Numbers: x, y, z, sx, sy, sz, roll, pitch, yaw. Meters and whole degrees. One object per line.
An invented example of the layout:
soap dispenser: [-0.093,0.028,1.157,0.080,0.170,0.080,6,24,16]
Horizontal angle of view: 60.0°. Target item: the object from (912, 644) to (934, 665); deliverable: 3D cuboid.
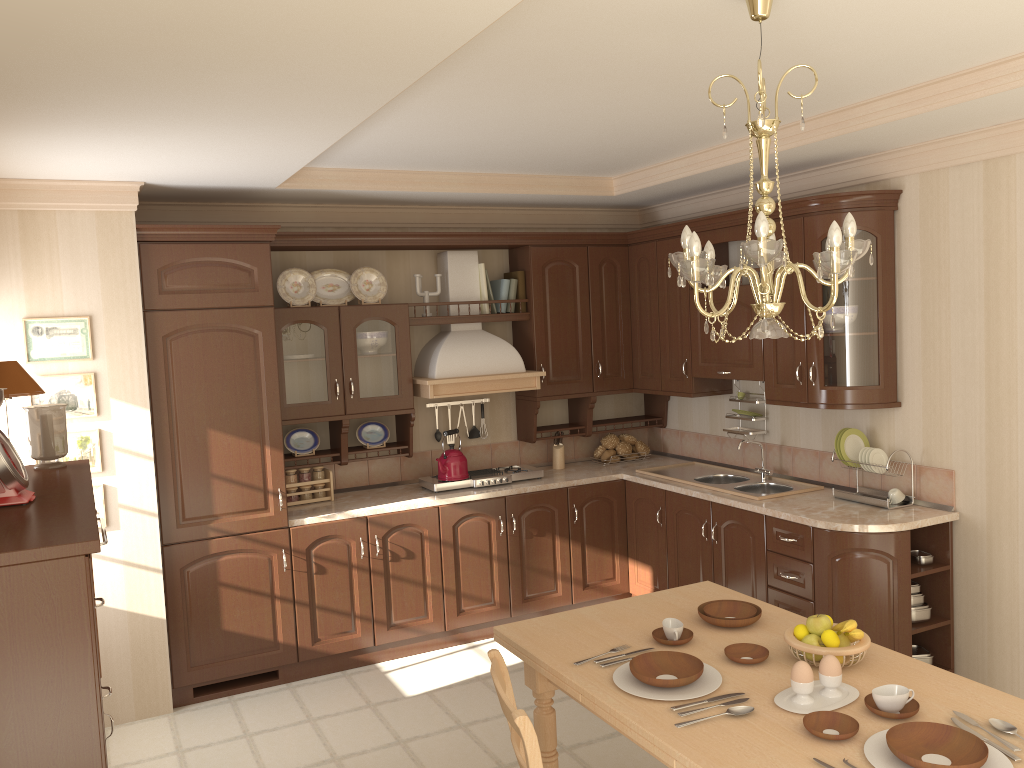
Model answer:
object: [1.841,1.274,4.123,0.208,0.077,0.145,-3,4,-1]

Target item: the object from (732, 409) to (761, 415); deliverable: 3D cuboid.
object: [1.353,0.163,5.102,0.167,0.051,0.174,-5,5,-26]

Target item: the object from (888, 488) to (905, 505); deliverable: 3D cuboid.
object: [1.823,0.530,4.201,0.073,0.072,0.085,-1,5,28]

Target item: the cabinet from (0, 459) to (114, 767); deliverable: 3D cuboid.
cabinet: [-1.433,1.003,2.598,0.538,1.349,1.513,-5,5,-26]

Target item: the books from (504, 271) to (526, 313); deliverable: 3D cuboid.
books: [0.022,-0.568,5.512,0.052,0.254,0.205,-5,5,-26]

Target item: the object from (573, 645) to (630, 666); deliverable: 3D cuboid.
object: [0.272,0.813,2.660,0.218,0.004,0.028,-6,5,-36]

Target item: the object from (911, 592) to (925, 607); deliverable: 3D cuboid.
object: [1.826,0.982,4.102,0.106,0.057,0.152,-4,4,-15]

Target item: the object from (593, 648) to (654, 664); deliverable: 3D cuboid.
object: [0.336,0.808,2.646,0.212,0.008,0.018,-5,5,-27]

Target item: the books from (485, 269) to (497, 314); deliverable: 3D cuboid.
books: [-0.167,-0.562,5.432,0.068,0.271,0.194,-5,5,-26]

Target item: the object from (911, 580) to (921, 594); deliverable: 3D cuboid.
object: [1.823,0.936,4.098,0.084,0.045,0.120,-4,4,-15]

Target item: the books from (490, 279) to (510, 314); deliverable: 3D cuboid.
books: [-0.085,-0.537,5.468,0.086,0.209,0.205,-5,5,-26]

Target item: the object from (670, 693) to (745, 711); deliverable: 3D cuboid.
object: [0.510,0.824,2.309,0.221,0.008,0.023,-4,4,-21]

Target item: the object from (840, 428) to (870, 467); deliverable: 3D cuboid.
object: [1.686,0.313,4.357,0.193,0.188,0.047,-5,5,-25]

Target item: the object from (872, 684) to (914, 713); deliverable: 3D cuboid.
object: [0.948,0.785,2.200,0.119,0.055,0.063,-4,4,-12]

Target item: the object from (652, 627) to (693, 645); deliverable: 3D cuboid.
object: [0.498,0.784,2.745,0.126,0.026,0.127,-3,4,1]

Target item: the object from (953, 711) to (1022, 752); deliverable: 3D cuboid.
object: [1.112,0.813,2.086,0.022,0.004,0.216,-3,4,-11]

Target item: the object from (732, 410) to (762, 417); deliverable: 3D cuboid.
object: [1.352,0.169,5.102,0.167,0.051,0.174,-5,5,-26]

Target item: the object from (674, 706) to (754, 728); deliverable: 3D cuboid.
object: [0.507,0.830,2.212,0.219,0.011,0.047,-4,4,-17]

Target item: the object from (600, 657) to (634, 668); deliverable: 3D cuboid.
object: [0.355,0.810,2.613,0.218,0.008,0.022,-5,4,-24]

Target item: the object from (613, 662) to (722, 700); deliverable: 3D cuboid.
object: [0.430,0.816,2.458,0.299,0.009,0.299,-5,5,-28]

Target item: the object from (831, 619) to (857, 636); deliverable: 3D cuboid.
object: [0.946,0.703,2.527,0.066,0.085,0.184,-2,4,12]

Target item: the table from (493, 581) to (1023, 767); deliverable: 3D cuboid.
table: [0.704,1.195,2.483,0.900,0.774,1.567,-5,5,-26]

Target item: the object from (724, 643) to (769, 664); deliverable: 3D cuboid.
object: [0.681,0.788,2.575,0.127,0.026,0.126,0,5,29]

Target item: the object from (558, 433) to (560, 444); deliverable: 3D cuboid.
object: [0.300,0.396,5.744,0.016,0.158,0.051,-1,5,27]

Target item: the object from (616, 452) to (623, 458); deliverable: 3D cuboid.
object: [0.730,0.452,5.874,0.098,0.094,0.114,1,6,44]

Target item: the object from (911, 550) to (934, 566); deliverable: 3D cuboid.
object: [1.881,0.801,4.091,0.084,0.045,0.120,-4,4,-15]

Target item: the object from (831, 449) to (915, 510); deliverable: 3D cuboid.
object: [1.733,0.432,4.274,0.172,0.275,0.359,-5,5,-25]

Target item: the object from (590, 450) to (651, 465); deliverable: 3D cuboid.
object: [0.715,0.479,5.835,0.364,0.060,0.199,-5,5,-26]

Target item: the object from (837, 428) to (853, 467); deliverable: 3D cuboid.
object: [1.678,0.313,4.373,0.193,0.188,0.047,-5,5,-25]

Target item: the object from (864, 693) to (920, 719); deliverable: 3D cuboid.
object: [0.942,0.802,2.199,0.126,0.026,0.127,-6,5,-35]

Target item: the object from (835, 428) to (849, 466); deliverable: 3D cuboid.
object: [1.670,0.312,4.390,0.193,0.188,0.047,-5,5,-25]

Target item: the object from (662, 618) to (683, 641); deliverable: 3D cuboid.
object: [0.498,0.768,2.737,0.063,0.055,0.119,-3,4,3]

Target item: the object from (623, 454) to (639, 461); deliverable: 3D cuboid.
object: [0.781,0.476,5.841,0.103,0.060,0.105,-5,5,-31]

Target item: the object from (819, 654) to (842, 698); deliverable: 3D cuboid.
object: [0.832,0.758,2.318,0.058,0.104,0.058,1,6,42]

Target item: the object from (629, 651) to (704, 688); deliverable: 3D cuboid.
object: [0.428,0.798,2.458,0.204,0.042,0.204,-5,5,-26]

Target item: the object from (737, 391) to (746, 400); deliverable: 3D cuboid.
object: [1.343,0.067,5.189,0.044,0.051,0.049,0,5,32]

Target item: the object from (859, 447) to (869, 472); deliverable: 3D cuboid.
object: [1.723,0.365,4.287,0.123,0.119,0.034,-5,5,-26]

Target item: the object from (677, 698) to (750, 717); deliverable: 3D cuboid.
object: [0.521,0.828,2.275,0.216,0.004,0.022,-4,4,-21]

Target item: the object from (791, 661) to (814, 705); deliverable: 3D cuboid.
object: [0.748,0.765,2.286,0.058,0.104,0.058,1,6,42]

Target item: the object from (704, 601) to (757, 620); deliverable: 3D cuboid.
object: [0.711,0.752,2.892,0.168,0.034,0.168,-4,4,-15]

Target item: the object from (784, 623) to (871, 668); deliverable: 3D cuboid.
object: [0.903,0.755,2.545,0.235,0.068,0.235,-1,4,21]

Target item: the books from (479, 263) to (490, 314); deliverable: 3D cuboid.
books: [-0.200,-0.577,5.408,0.042,0.305,0.194,-5,5,-26]

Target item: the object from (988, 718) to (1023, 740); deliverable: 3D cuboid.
object: [1.167,0.813,2.018,0.047,0.011,0.219,-3,4,-10]

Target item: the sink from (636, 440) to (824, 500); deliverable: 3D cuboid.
sink: [1.188,0.476,5.006,0.448,0.348,1.077,-5,5,-26]

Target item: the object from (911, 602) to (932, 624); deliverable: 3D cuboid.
object: [1.829,1.041,4.106,0.145,0.077,0.208,-4,4,-15]

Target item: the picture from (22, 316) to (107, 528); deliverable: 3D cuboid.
picture: [-2.002,0.185,3.974,0.268,0.964,0.010,-5,5,-26]

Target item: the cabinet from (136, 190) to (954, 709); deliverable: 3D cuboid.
cabinet: [0.021,0.324,4.358,3.226,2.313,2.436,-5,5,-26]

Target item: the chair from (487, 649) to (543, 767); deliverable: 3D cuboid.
chair: [0.220,1.188,2.446,0.517,0.846,0.462,-3,4,-9]

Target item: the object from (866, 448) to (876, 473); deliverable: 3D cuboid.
object: [1.741,0.366,4.249,0.123,0.119,0.034,-5,5,-26]

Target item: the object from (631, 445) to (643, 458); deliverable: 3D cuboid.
object: [0.816,0.445,5.906,0.091,0.100,0.125,-5,5,-31]

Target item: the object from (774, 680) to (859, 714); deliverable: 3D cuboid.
object: [0.790,0.812,2.300,0.245,0.005,0.157,-5,5,-29]

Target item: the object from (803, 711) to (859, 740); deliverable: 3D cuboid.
object: [0.758,0.817,2.109,0.126,0.026,0.127,-6,5,-35]

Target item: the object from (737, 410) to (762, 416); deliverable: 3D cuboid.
object: [1.353,0.166,5.102,0.167,0.051,0.174,-5,5,-26]

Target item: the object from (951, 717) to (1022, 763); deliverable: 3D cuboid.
object: [1.083,0.816,2.042,0.023,0.008,0.221,-4,4,-11]

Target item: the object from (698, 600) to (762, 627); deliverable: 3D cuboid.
object: [0.710,0.756,2.893,0.204,0.042,0.204,-2,4,13]

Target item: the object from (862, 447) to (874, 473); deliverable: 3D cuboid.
object: [1.732,0.366,4.268,0.123,0.119,0.034,-5,4,-24]

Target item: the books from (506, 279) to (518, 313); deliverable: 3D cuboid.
books: [-0.035,-0.540,5.482,0.080,0.209,0.205,-5,5,-26]

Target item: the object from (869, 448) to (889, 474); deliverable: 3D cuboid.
object: [1.750,0.367,4.230,0.123,0.119,0.034,-5,5,-26]
